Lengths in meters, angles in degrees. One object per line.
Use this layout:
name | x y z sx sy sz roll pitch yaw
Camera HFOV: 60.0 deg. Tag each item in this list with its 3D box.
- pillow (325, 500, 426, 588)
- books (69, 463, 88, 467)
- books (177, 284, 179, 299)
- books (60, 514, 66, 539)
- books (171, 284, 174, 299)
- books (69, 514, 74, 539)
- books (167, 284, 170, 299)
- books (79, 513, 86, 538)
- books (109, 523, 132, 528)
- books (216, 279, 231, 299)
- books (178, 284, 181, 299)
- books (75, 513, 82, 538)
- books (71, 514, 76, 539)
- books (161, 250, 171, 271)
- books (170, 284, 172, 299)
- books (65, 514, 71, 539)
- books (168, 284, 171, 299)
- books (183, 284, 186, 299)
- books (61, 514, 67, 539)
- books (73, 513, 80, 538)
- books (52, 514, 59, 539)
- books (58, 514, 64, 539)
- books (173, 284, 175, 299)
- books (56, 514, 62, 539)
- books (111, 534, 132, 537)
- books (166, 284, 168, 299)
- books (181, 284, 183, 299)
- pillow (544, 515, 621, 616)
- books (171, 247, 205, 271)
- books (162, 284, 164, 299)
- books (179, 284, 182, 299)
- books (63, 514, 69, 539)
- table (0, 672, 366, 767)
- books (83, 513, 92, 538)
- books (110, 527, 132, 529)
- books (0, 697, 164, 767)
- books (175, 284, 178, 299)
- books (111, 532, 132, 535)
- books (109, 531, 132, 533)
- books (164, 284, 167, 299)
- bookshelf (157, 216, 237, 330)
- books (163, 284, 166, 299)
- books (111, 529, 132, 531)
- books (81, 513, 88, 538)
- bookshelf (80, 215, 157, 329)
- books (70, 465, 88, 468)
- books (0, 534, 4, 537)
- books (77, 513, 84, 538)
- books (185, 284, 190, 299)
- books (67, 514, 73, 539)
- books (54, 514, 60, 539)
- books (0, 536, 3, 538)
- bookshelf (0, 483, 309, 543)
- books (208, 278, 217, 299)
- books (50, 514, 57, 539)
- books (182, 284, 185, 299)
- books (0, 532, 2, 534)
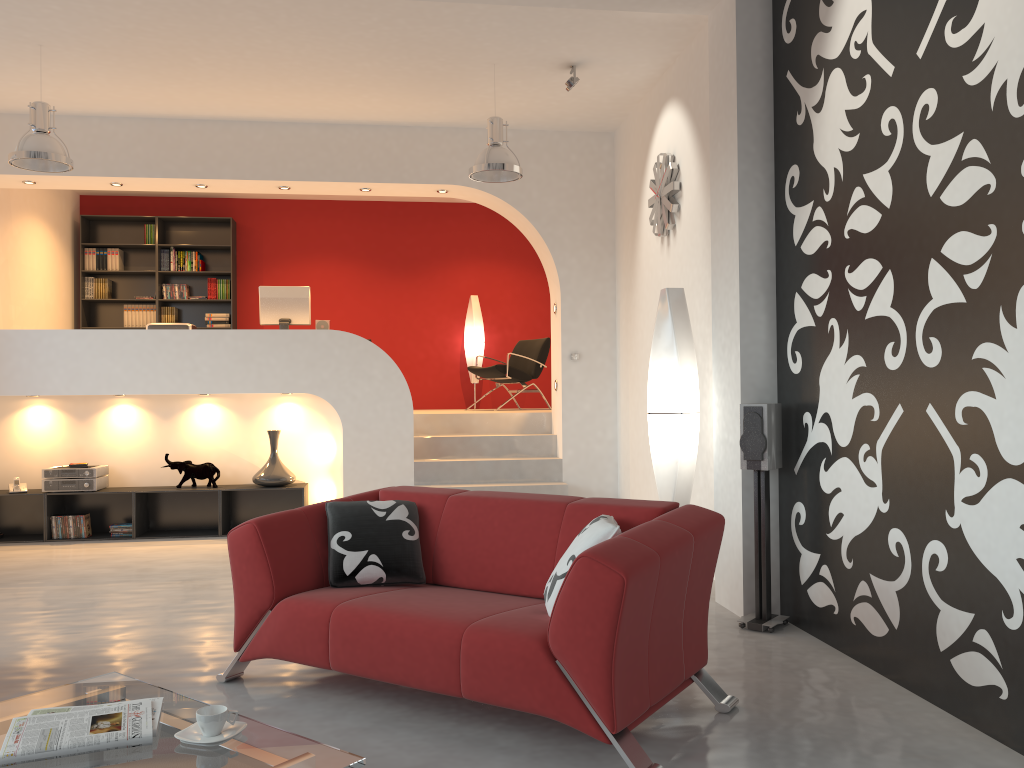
pillow | -0.582 0.674 3.768 0.402 0.343 0.288 0 -1 -15
books | -3.650 0.679 7.470 0.135 0.015 0.190 0 -1 -23
books | -3.814 -1.046 10.171 0.031 0.190 0.135 0 -1 -8
books | -3.733 1.186 7.397 0.031 0.190 0.135 0 -1 -8
books | -3.874 -1.045 10.163 0.031 0.190 0.135 0 -1 -8
books | -3.659 1.186 7.407 0.031 0.190 0.135 0 -1 -8
books | -3.918 -1.045 10.157 0.031 0.190 0.135 0 -1 -8
books | -3.584 1.185 7.417 0.031 0.190 0.135 0 -1 -8
books | -3.293 1.196 7.507 0.190 0.015 0.135 0 -1 -13
books | -3.319 -1.075 10.230 0.146 0.240 0.170 0 -1 -8
books | -3.799 -1.046 10.173 0.031 0.190 0.135 0 -1 -8
books | -3.614 1.185 7.413 0.031 0.190 0.135 0 -1 -8
books | -3.644 1.185 7.409 0.031 0.190 0.135 0 -1 -8
books | -3.950 -1.394 10.149 0.090 0.256 0.181 0 -1 -8
books | -3.889 -1.045 10.161 0.031 0.190 0.135 0 -1 -8
books | -3.688 1.186 7.403 0.031 0.190 0.135 0 -1 -8
books | -3.904 -1.045 10.159 0.031 0.190 0.135 0 -1 -8
books | -3.740 -1.046 10.181 0.031 0.190 0.135 0 -1 -8
books | -3.718 1.186 7.399 0.031 0.190 0.135 0 -1 -8
books | -3.629 1.185 7.411 0.031 0.190 0.135 0 -1 -8
books | -3.792 1.187 7.389 0.031 0.190 0.135 0 -1 -8
books | -3.748 1.186 7.395 0.031 0.190 0.135 0 -1 -8
books | -3.859 -1.045 10.165 0.031 0.190 0.135 0 -1 -8
books | -3.763 1.186 7.393 0.031 0.190 0.135 0 -1 -8
books | -3.281 1.271 7.508 0.190 0.015 0.135 0 -1 -13
books | -3.933 -1.045 10.154 0.031 0.190 0.135 0 -1 -8
books | -3.770 -1.046 10.177 0.031 0.190 0.135 0 -1 -8
pillow | 0.259 0.659 3.231 0.288 0.343 0.402 -1 -1 0
books | -3.713 -1.411 10.158 0.341 0.286 0.231 0 -1 -8
books | -3.978 -1.044 10.148 0.031 0.190 0.135 0 -1 -8
books | -3.785 -1.046 10.175 0.031 0.190 0.135 0 -1 -8
books | -3.703 1.186 7.401 0.031 0.190 0.135 0 -1 -8
table | -1.143 1.054 2.057 1.162 0.286 1.097 -1 -1 37
books | -3.555 1.185 7.421 0.031 0.190 0.135 0 -1 -8
books | -3.282 1.211 7.501 0.190 0.015 0.135 0 -1 -8
books | -1.115 0.897 2.309 0.367 0.035 0.345 0 -1 -18
books | -3.829 -1.046 10.169 0.031 0.190 0.135 0 -1 -8
books | -3.275 1.256 7.509 0.190 0.015 0.135 0 -1 -8
books | -3.285 1.241 7.508 0.190 0.015 0.135 -1 -1 -3
books | -3.948 -1.045 10.152 0.031 0.190 0.135 0 -1 -8
bookshelf | -3.594 -0.780 10.144 0.816 2.213 0.305 0 -1 -8
books | -3.963 -1.044 10.150 0.031 0.190 0.135 0 -1 -8
books | -3.279 1.226 7.509 0.190 0.015 0.135 0 -1 -8
books | -3.569 1.185 7.419 0.031 0.190 0.135 0 -1 -8
bookshelf | -4.402 -0.773 10.034 0.816 2.213 0.305 0 -1 -8
books | -3.645 0.693 7.461 0.135 0.015 0.190 0 -1 -28
books | -4.348 1.264 7.362 0.190 0.015 0.135 0 -1 -8
books | -3.599 1.185 7.415 0.031 0.190 0.135 0 -1 -8
books | -3.725 -1.046 10.183 0.031 0.190 0.135 0 -1 -8
books | -3.673 1.186 7.405 0.031 0.190 0.135 0 -1 -8
books | -3.778 1.187 7.391 0.031 0.190 0.135 0 -1 -8
books | -4.352 1.279 7.361 0.190 0.015 0.135 0 -1 -8
bookshelf | -3.162 1.092 7.549 2.764 0.397 0.405 0 -1 -8
books | -3.439 -1.082 10.215 0.090 0.256 0.181 0 -1 -8
books | -3.807 1.187 7.386 0.031 0.190 0.135 0 -1 -8
books | -3.755 -1.046 10.179 0.031 0.190 0.135 0 -1 -8
books | -4.364 1.249 7.360 0.190 0.015 0.135 0 -1 -8
